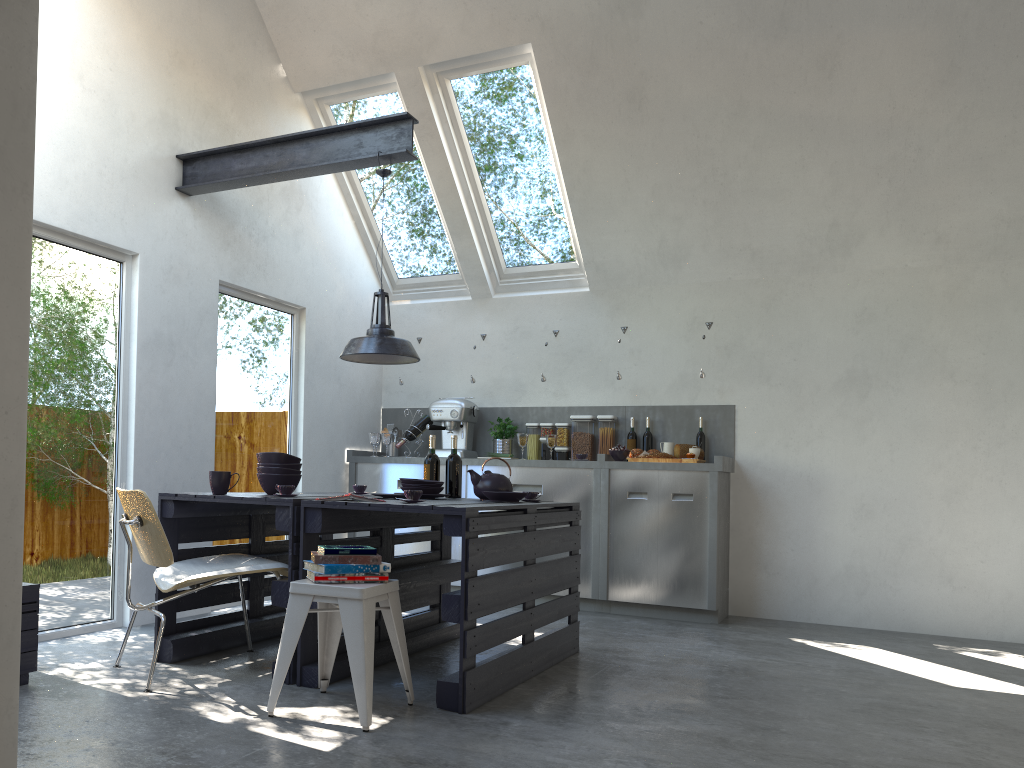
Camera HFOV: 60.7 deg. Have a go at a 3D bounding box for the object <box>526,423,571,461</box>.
[{"bbox_3d":[0.277,0.450,6.687,0.358,0.293,0.101,0,-2,26],"label":"object"}]

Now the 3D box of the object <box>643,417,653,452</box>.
[{"bbox_3d":[0.987,0.413,6.360,0.076,0.344,0.068,1,-1,28],"label":"object"}]

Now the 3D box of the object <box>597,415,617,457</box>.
[{"bbox_3d":[0.703,0.414,6.496,0.134,0.353,0.122,1,-2,24],"label":"object"}]

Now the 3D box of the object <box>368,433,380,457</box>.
[{"bbox_3d":[-1.099,0.484,6.960,0.102,0.191,0.095,1,-2,18],"label":"object"}]

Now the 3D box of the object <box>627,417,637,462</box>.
[{"bbox_3d":[0.881,0.416,6.413,0.076,0.344,0.070,1,-1,18],"label":"object"}]

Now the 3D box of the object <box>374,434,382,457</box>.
[{"bbox_3d":[-1.101,0.499,7.103,0.098,0.191,0.099,2,-2,-5],"label":"object"}]

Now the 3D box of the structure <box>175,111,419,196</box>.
[{"bbox_3d":[-1.703,-1.268,5.159,2.650,0.208,0.130,-1,-4,27],"label":"structure"}]

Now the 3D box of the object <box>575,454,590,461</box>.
[{"bbox_3d":[0.494,0.521,6.197,0.123,0.056,0.110,-3,-7,40],"label":"object"}]

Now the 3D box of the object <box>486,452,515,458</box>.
[{"bbox_3d":[-0.122,0.532,6.531,0.294,0.053,0.134,-3,-7,40],"label":"object"}]

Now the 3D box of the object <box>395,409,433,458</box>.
[{"bbox_3d":[-0.819,0.398,7.038,0.313,0.393,0.247,4,-3,-36],"label":"object"}]

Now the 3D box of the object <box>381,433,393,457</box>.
[{"bbox_3d":[-1.000,0.490,6.984,0.093,0.191,0.104,4,-3,-43],"label":"object"}]

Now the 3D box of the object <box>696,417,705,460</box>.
[{"bbox_3d":[1.335,0.405,6.186,0.065,0.344,0.059,1,-1,28],"label":"object"}]

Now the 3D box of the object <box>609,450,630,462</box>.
[{"bbox_3d":[0.743,0.501,6.055,0.142,0.079,0.152,3,-5,-18],"label":"object"}]

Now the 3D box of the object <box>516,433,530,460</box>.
[{"bbox_3d":[0.078,0.457,6.368,0.095,0.191,0.102,2,-2,-17],"label":"object"}]

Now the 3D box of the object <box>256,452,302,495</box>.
[{"bbox_3d":[-1.161,0.449,4.361,0.203,0.213,0.204,0,-4,25],"label":"object"}]

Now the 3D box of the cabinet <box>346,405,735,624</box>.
[{"bbox_3d":[0.115,0.885,6.553,2.994,1.474,0.542,-1,-3,26],"label":"cabinet"}]

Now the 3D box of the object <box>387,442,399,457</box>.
[{"bbox_3d":[-0.996,0.550,7.270,0.102,0.132,0.112,3,-3,-24],"label":"object"}]

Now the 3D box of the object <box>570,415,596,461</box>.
[{"bbox_3d":[0.532,0.418,6.578,0.183,0.353,0.122,1,-2,24],"label":"object"}]

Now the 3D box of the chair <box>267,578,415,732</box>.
[{"bbox_3d":[-0.644,1.009,3.360,0.438,0.503,0.421,0,-3,20],"label":"chair"}]

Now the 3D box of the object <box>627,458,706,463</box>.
[{"bbox_3d":[1.057,0.529,5.986,0.494,0.028,0.294,-1,-7,25],"label":"object"}]

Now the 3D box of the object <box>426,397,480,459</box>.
[{"bbox_3d":[-0.468,0.342,6.872,0.375,0.499,0.410,0,-3,24],"label":"object"}]

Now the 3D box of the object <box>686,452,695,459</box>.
[{"bbox_3d":[1.194,0.481,5.842,0.060,0.046,0.058,1,-4,9],"label":"object"}]

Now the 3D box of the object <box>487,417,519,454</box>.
[{"bbox_3d":[-0.073,0.423,6.782,0.238,0.341,0.261,3,-3,-23],"label":"object"}]

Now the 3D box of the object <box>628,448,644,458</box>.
[{"bbox_3d":[0.878,0.490,6.130,0.114,0.076,0.124,4,-5,-22],"label":"object"}]

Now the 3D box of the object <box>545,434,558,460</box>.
[{"bbox_3d":[0.288,0.468,6.413,0.101,0.191,0.096,1,-2,13],"label":"object"}]

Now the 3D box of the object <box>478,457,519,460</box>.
[{"bbox_3d":[-0.103,0.555,6.522,0.274,0.012,0.174,-1,-7,23],"label":"object"}]

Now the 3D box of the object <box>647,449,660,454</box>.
[{"bbox_3d":[0.995,0.495,6.142,0.114,0.076,0.124,4,-5,-22],"label":"object"}]

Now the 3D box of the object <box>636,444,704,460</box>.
[{"bbox_3d":[1.075,0.461,5.992,0.451,0.111,0.128,2,-4,-3],"label":"object"}]

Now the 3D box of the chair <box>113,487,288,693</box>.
[{"bbox_3d":[-1.383,0.884,3.933,0.731,0.817,0.736,4,-4,-35],"label":"chair"}]

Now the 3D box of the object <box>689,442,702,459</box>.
[{"bbox_3d":[1.229,0.449,5.888,0.070,0.120,0.076,3,-3,-20],"label":"object"}]

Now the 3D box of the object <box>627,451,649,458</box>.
[{"bbox_3d":[0.921,0.496,6.119,0.208,0.059,0.190,-4,-8,45],"label":"object"}]

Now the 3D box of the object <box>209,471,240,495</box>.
[{"bbox_3d":[-1.357,0.464,4.100,0.134,0.109,0.098,0,-4,17],"label":"object"}]

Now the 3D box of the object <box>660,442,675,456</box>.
[{"bbox_3d":[1.088,0.467,6.089,0.084,0.119,0.086,4,-4,-44],"label":"object"}]

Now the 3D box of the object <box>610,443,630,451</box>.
[{"bbox_3d":[0.745,0.451,6.056,0.163,0.095,0.139,1,-5,10],"label":"object"}]
